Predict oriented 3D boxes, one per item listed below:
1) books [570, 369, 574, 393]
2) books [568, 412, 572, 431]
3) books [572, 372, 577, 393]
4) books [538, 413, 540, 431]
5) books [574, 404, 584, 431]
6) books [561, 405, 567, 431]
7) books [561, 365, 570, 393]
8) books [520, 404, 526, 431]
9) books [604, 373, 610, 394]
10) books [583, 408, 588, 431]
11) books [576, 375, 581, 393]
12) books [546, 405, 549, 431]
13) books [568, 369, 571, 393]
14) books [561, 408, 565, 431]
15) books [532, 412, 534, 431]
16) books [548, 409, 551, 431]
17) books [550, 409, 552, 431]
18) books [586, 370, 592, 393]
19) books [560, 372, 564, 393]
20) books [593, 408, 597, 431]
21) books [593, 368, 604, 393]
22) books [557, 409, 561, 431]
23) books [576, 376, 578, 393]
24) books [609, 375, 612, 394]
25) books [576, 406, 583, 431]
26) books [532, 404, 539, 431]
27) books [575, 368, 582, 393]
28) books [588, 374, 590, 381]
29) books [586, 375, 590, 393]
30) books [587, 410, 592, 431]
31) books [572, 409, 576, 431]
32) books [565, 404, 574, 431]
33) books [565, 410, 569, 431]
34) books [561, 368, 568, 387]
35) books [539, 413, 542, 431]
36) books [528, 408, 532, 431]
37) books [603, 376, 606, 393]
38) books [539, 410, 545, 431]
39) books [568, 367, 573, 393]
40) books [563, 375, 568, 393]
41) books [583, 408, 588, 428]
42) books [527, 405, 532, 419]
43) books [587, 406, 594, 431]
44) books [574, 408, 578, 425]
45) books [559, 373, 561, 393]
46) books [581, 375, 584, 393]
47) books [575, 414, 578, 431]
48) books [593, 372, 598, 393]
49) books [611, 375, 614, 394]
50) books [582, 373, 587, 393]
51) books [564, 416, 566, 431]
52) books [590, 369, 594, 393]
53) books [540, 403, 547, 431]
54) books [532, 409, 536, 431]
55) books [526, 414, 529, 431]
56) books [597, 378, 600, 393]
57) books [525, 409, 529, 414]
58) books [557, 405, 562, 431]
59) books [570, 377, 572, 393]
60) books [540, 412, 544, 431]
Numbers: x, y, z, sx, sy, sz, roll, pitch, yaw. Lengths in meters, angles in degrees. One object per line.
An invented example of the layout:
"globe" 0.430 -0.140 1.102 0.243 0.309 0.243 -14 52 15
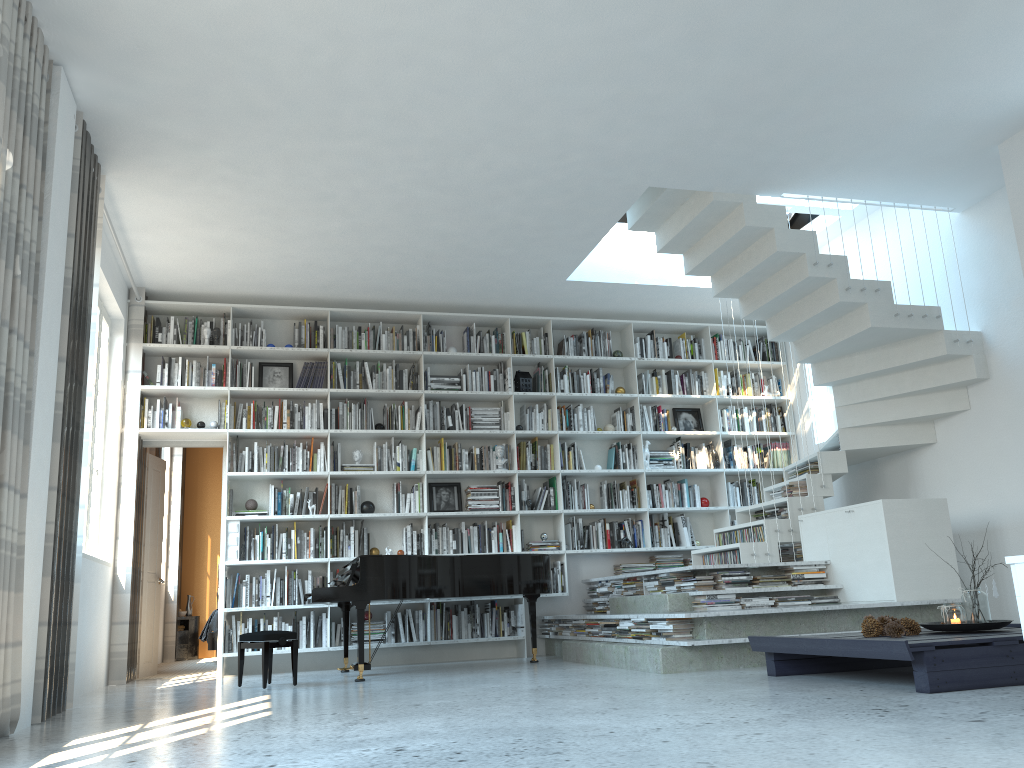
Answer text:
"books" 0.568 0.008 8.657 0.012 0.276 0.133 1 -14 -15
"books" 0.530 0.389 8.537 0.026 0.215 0.162 1 -14 -15
"books" 0.594 0.020 8.636 0.027 0.241 0.160 1 -14 -15
"books" 0.230 0.390 8.436 0.024 0.194 0.173 1 -14 -15
"books" 0.652 0.354 8.583 0.027 0.294 0.160 1 -14 -15
"books" 0.493 0.360 8.553 0.014 0.283 0.136 1 -14 -15
"books" 0.521 -0.012 8.627 0.014 0.306 0.153 1 -14 -15
"books" 0.104 0.349 8.434 0.018 0.284 0.160 1 -14 -15
"books" 0.918 0.028 8.719 0.054 0.235 0.172 1 -14 -15
"books" 0.682 0.375 8.570 0.025 0.244 0.184 1 -14 -15
"books" 0.629 0.035 8.666 0.028 0.223 0.142 1 -14 -15
"books" 0.314 0.354 8.479 0.025 0.276 0.173 1 -14 -15
"books" 0.534 0.006 8.625 0.010 0.268 0.166 1 -14 -15
"books" 0.467 0.369 8.513 0.014 0.247 0.177 1 -14 -15
"books" 0.179 0.387 8.439 0.023 0.206 0.171 1 -14 -15
"books" 0.335 0.374 8.463 0.028 0.229 0.177 1 -14 -15
"books" 0.349 0.374 8.483 0.026 0.237 0.173 1 -14 -15
"books" 0.740 0.013 8.685 0.012 0.264 0.156 1 -14 -15
"books" 0.465 0.019 8.611 0.026 0.242 0.148 1 -14 -15
"books" 0.782 0.377 8.617 0.034 0.253 0.161 1 -14 -15
"books" 0.848 0.002 8.703 0.029 0.284 0.184 1 -14 -15
"books" 0.427 0.377 8.522 0.030 0.241 0.138 1 -14 -15
"books" 0.610 0.038 8.656 0.014 0.214 0.132 1 -14 -15
"books" 0.938 0.040 8.731 0.048 0.216 0.182 1 -14 -15
"books" 0.632 0.362 8.548 0.030 0.262 0.182 1 -14 -15
"books" 0.216 0.348 8.430 0.028 0.274 0.187 1 -14 -15
"books" 0.648 0.005 8.675 0.013 0.283 0.155 1 -14 -15
"books" 0.730 0.033 8.675 0.011 0.222 0.159 1 -14 -15
"books" 0.719 0.036 8.657 0.021 0.208 0.181 1 -14 -15
"books" 0.726 0.383 8.587 0.021 0.231 0.183 1 -14 -15
"books" 0.570 0.376 8.537 0.022 0.237 0.165 1 -14 -15
"books" 0.553 0.353 8.532 0.014 0.279 0.178 1 -14 -15
"books" 0.512 0.378 8.533 0.013 0.235 0.158 1 -14 -15
"books" 0.508 0.000 8.626 0.011 0.282 0.173 1 -14 -15
"books" 0.248 0.390 8.444 0.027 0.196 0.185 1 -14 -15
"books" 0.154 0.366 8.437 0.028 0.249 0.165 1 -14 -15
"books" 0.875 0.041 8.716 0.030 0.212 0.157 1 -14 -15
"books" 0.283 0.375 8.466 0.024 0.233 0.150 1 -14 -15
"books" 0.553 -0.003 8.649 0.021 0.295 0.139 1 -14 -15
"books" 0.496 0.032 8.597 0.026 0.207 0.181 1 -14 -15
"books" 0.700 0.372 8.598 0.024 0.261 0.134 1 -14 -15
"books" 0.167 0.354 8.445 0.019 0.274 0.146 1 -14 -15
"books" 0.750 0.361 8.587 0.024 0.271 0.170 1 -14 -15
"books" 0.606 0.371 8.564 0.011 0.256 0.131 1 -14 -15
"books" 0.446 0.022 8.611 0.012 0.239 0.139 1 -14 -15
"books" 0.668 0.038 8.670 0.025 0.216 0.144 1 -14 -15
"books" 0.592 0.399 8.547 0.025 0.193 0.171 1 -14 -15
"books" 0.792 0.026 8.690 0.030 0.237 0.186 1 -14 -15
"books" 0.968 0.039 8.759 0.026 0.228 0.141 1 -14 -15
"books" 0.693 0.025 8.668 0.023 0.236 0.149 1 -14 -15
"books" 0.483 0.406 8.521 0.021 0.178 0.137 1 -14 -15
"books" 0.766 0.007 8.708 0.012 0.284 0.160 1 -14 -15
"books" 0.298 0.346 8.479 0.028 0.293 0.155 1 -14 -15
"books" 0.195 0.372 8.442 0.023 0.235 0.179 1 -14 -15
"books" 0.124 0.392 8.405 0.028 0.185 0.181 1 -14 -15
"books" 0.820 0.055 8.696 0.027 0.181 0.176 1 -14 -15
"books" 0.136 0.370 8.437 0.024 0.242 0.159 1 -14 -15
"books" 0.449 0.358 8.528 0.014 0.278 0.154 1 -14 -15
"books" 0.543 0.024 8.632 0.012 0.235 0.166 1 -14 -15
"books" 0.267 0.384 8.451 0.029 0.210 0.158 1 -14 -15
